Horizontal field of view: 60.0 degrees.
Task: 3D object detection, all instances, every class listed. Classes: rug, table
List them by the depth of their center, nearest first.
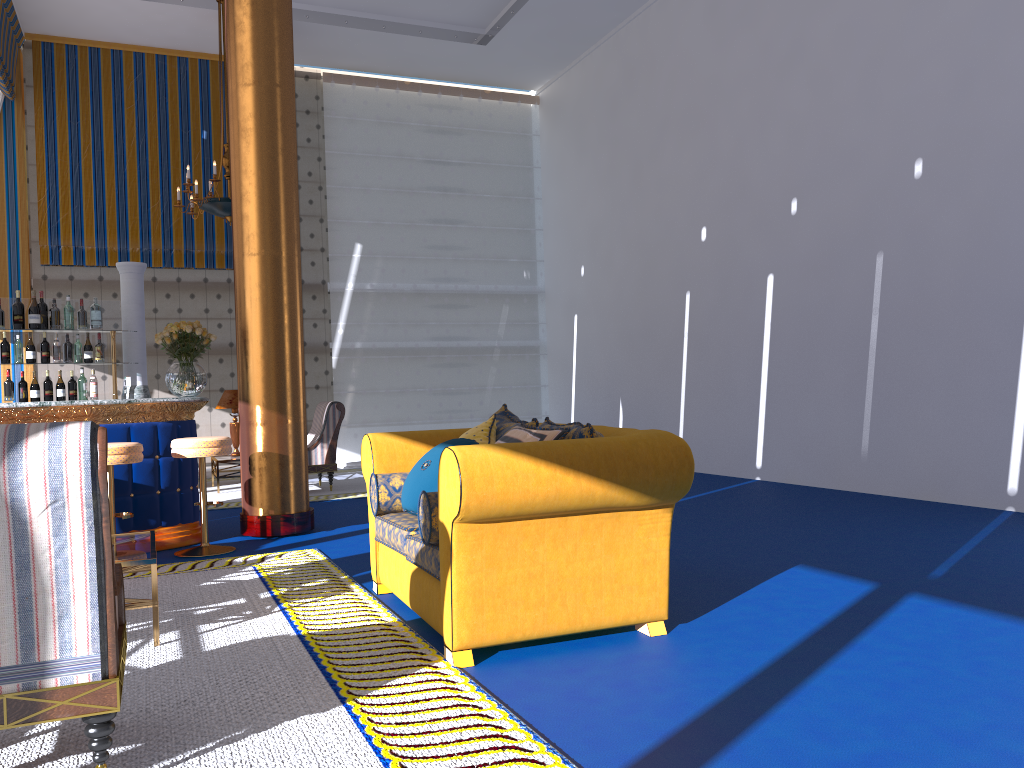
[{"bbox_3d":[-1.787,1.102,2.437,3.620,0.010,6.208,-2,-1,-23],"label":"rug"},{"bbox_3d":[-2.109,0.940,3.948,0.982,0.369,0.899,-2,0,-23],"label":"table"},{"bbox_3d":[-3.536,1.229,10.050,6.305,0.011,3.565,-2,-1,-23],"label":"rug"},{"bbox_3d":[-2.983,1.027,10.415,0.982,0.369,0.899,-2,0,-23],"label":"table"}]

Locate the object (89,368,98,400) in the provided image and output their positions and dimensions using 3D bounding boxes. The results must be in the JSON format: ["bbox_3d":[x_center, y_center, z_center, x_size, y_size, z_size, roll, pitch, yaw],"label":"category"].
[{"bbox_3d":[-3.330,0.005,7.061,0.062,0.258,0.061,-2,0,-22],"label":"object"}]

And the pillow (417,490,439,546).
[{"bbox_3d":[-0.179,0.529,3.597,0.375,0.219,0.213,-2,0,-18],"label":"pillow"}]

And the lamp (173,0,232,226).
[{"bbox_3d":[-3.048,-2.902,9.481,1.048,2.421,1.070,-2,0,44],"label":"lamp"}]

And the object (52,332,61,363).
[{"bbox_3d":[-3.529,-0.281,6.874,0.056,0.239,0.057,-2,0,42],"label":"object"}]

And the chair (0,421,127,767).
[{"bbox_3d":[-1.491,0.593,2.388,0.800,0.966,0.778,-2,0,-23],"label":"chair"}]

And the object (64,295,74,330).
[{"bbox_3d":[-3.457,-0.558,6.917,0.069,0.271,0.069,-2,0,-12],"label":"object"}]

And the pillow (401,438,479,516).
[{"bbox_3d":[-0.322,0.440,4.119,0.456,0.367,0.394,-2,0,28],"label":"pillow"}]

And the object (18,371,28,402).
[{"bbox_3d":[-3.740,0.023,6.783,0.066,0.244,0.065,-2,0,-19],"label":"object"}]

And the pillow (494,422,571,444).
[{"bbox_3d":[0.005,0.404,3.857,0.330,0.456,0.517,-2,0,-23],"label":"pillow"}]

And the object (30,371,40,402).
[{"bbox_3d":[-3.666,0.021,6.816,0.069,0.244,0.068,-2,0,-42],"label":"object"}]

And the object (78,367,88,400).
[{"bbox_3d":[-3.399,0.003,7.022,0.068,0.269,0.069,-2,0,28],"label":"object"}]

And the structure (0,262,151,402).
[{"bbox_3d":[-3.805,0.117,6.900,2.333,2.196,0.762,-2,0,-32],"label":"structure"}]

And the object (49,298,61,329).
[{"bbox_3d":[-3.549,-0.541,6.884,0.075,0.247,0.077,-2,0,31],"label":"object"}]

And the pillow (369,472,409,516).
[{"bbox_3d":[-0.522,0.548,4.516,0.380,0.219,0.213,-2,0,-18],"label":"pillow"}]

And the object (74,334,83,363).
[{"bbox_3d":[-3.414,-0.280,6.981,0.058,0.230,0.059,-2,0,26],"label":"object"}]

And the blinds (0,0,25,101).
[{"bbox_3d":[-6.151,-4.045,10.705,0.341,0.830,1.512,-2,0,-22],"label":"blinds"}]

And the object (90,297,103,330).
[{"bbox_3d":[-3.312,-0.560,7.064,0.092,0.259,0.091,-2,0,-40],"label":"object"}]

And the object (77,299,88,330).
[{"bbox_3d":[-3.387,-0.549,6.988,0.072,0.246,0.073,-2,0,26],"label":"object"}]

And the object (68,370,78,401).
[{"bbox_3d":[-3.451,0.015,6.964,0.066,0.244,0.065,-2,0,-42],"label":"object"}]

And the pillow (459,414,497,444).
[{"bbox_3d":[-0.171,0.396,4.379,0.233,0.491,0.607,-2,0,-17],"label":"pillow"}]

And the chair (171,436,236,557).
[{"bbox_3d":[-2.108,0.753,6.056,0.394,0.782,0.402,-2,0,38],"label":"chair"}]

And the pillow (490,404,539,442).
[{"bbox_3d":[-0.043,0.438,4.485,0.356,0.672,0.597,-2,0,-15],"label":"pillow"}]

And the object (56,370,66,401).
[{"bbox_3d":[-3.519,0.013,6.913,0.069,0.244,0.068,-2,0,-42],"label":"object"}]

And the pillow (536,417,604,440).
[{"bbox_3d":[0.188,0.457,3.945,0.341,0.610,0.610,-2,0,-18],"label":"pillow"}]

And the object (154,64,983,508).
[{"bbox_3d":[-0.723,-7.097,5.527,63.639,33.603,62.908,-2,0,-16],"label":"object"}]

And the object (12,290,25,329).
[{"bbox_3d":[-3.763,-0.563,6.765,0.082,0.303,0.081,-2,0,-17],"label":"object"}]

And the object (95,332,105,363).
[{"bbox_3d":[-3.275,-0.288,7.045,0.072,0.244,0.072,-2,0,-2],"label":"object"}]

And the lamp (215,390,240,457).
[{"bbox_3d":[-3.271,0.462,10.494,0.451,0.783,0.442,-2,0,-38],"label":"lamp"}]

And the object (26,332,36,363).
[{"bbox_3d":[-3.683,-0.276,6.786,0.069,0.244,0.068,-2,0,-42],"label":"object"}]

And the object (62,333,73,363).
[{"bbox_3d":[-3.472,-0.278,6.932,0.072,0.232,0.071,-2,0,-44],"label":"object"}]

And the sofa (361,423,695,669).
[{"bbox_3d":[-0.045,0.639,4.186,1.019,0.854,1.834,-2,0,-21],"label":"sofa"}]

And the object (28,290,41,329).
[{"bbox_3d":[-3.665,-0.566,6.807,0.086,0.303,0.084,-2,0,-29],"label":"object"}]

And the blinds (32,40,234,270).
[{"bbox_3d":[-4.922,-3.053,11.998,2.681,2.990,0.151,-2,0,-23],"label":"blinds"}]

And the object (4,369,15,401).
[{"bbox_3d":[-3.809,0.008,6.715,0.072,0.242,0.070,-2,0,-41],"label":"object"}]

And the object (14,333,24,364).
[{"bbox_3d":[-3.755,-0.270,6.753,0.058,0.230,0.059,-2,0,26],"label":"object"}]

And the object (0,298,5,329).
[{"bbox_3d":[-3.909,-0.533,6.763,0.072,0.246,0.073,-2,0,26],"label":"object"}]

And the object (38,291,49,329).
[{"bbox_3d":[-3.629,-0.568,6.849,0.081,0.303,0.081,-2,0,-6],"label":"object"}]

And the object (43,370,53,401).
[{"bbox_3d":[-3.585,0.015,6.855,0.066,0.244,0.065,-2,0,-42],"label":"object"}]

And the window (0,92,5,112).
[{"bbox_3d":[-4.193,-1.730,4.298,1.631,5.856,15.347,-2,0,-22],"label":"window"}]

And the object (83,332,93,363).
[{"bbox_3d":[-3.349,-0.286,7.009,0.069,0.244,0.068,-2,0,-42],"label":"object"}]

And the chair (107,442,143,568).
[{"bbox_3d":[-2.522,0.763,5.579,0.395,0.782,0.401,-2,0,26],"label":"chair"}]

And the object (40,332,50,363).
[{"bbox_3d":[-3.601,-0.282,6.840,0.066,0.244,0.065,-2,0,-42],"label":"object"}]

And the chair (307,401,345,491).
[{"bbox_3d":[-2.285,0.685,9.766,0.790,0.966,0.788,-2,0,-23],"label":"chair"}]

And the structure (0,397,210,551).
[{"bbox_3d":[-3.217,0.654,5.987,2.334,1.065,0.762,-2,0,-34],"label":"structure"}]

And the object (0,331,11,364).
[{"bbox_3d":[-3.831,-0.275,6.705,0.066,0.244,0.065,-2,0,-42],"label":"object"}]
